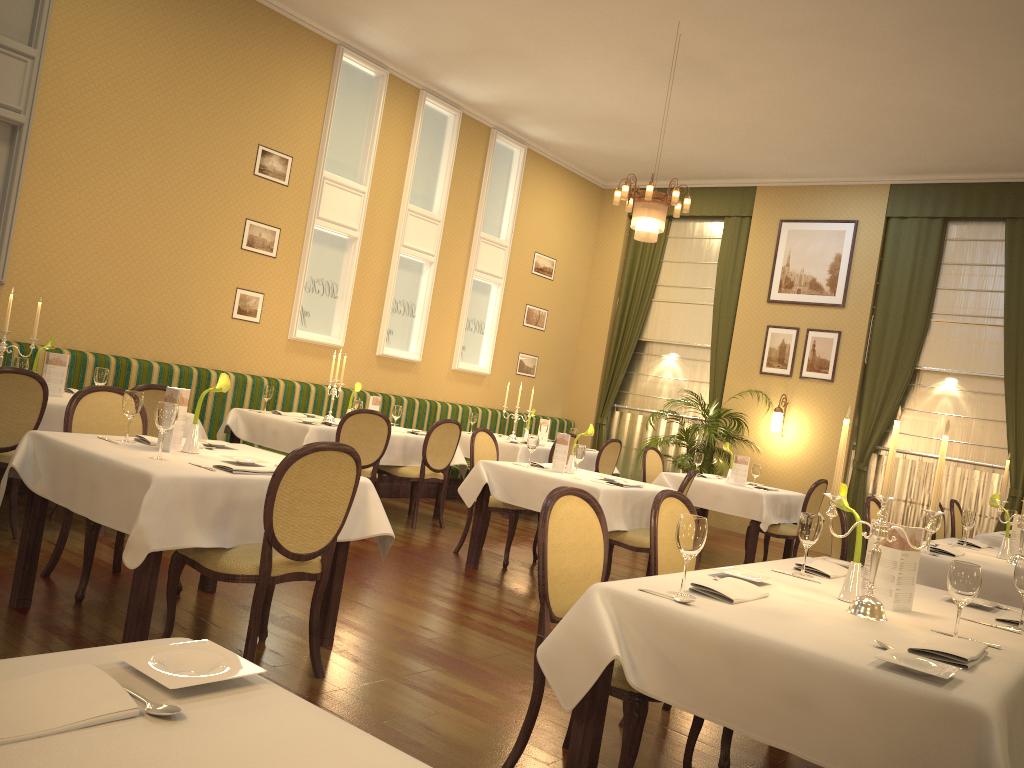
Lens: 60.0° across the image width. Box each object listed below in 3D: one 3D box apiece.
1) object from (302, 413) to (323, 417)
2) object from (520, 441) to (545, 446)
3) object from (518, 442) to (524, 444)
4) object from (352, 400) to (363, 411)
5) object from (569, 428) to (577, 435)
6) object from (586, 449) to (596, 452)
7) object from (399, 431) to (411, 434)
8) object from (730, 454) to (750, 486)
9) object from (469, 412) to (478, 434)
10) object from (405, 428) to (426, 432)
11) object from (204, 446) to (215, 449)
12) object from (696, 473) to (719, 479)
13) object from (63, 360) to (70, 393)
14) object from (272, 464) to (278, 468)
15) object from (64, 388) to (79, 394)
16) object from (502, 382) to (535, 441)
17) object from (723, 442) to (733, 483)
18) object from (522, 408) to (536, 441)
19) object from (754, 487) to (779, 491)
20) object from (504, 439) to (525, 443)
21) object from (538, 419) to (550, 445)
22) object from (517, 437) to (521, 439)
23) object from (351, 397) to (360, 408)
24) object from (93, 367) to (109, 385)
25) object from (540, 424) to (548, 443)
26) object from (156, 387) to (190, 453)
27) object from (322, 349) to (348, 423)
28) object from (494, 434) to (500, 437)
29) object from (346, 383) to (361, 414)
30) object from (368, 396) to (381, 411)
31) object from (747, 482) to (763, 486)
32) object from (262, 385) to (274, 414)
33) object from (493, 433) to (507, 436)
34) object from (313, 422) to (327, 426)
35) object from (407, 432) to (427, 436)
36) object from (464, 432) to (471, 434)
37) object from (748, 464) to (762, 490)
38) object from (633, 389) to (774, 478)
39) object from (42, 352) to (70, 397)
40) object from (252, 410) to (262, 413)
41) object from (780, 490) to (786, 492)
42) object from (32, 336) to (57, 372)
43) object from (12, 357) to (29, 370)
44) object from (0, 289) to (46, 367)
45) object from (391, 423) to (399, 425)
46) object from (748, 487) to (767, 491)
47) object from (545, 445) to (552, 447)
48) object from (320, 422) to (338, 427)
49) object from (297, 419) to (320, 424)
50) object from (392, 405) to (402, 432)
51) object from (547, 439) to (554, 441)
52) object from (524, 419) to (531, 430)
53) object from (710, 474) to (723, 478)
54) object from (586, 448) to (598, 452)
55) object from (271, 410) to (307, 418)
[{"bbox_3d":[-1.788,0.283,7.876,0.160,0.024,0.160,9,-1,38],"label":"object"},{"bbox_3d":[0.217,0.630,9.374,0.142,0.033,0.273,9,-1,38],"label":"object"},{"bbox_3d":[0.075,0.612,9.277,0.181,0.015,0.038,9,-1,39],"label":"object"},{"bbox_3d":[-1.301,0.253,7.408,0.088,0.229,0.088,9,-1,-4],"label":"object"},{"bbox_3d":[0.669,0.608,9.868,0.088,0.229,0.088,9,-1,-4],"label":"object"},{"bbox_3d":[0.831,0.744,10.091,0.142,0.024,0.273,9,-1,38],"label":"object"},{"bbox_3d":[-0.968,0.424,7.852,0.185,0.010,0.017,9,-1,38],"label":"object"},{"bbox_3d":[2.106,0.803,8.266,0.166,0.277,0.081,9,-1,44],"label":"object"},{"bbox_3d":[-0.426,0.424,9.579,0.088,0.229,0.088,9,-1,-4],"label":"object"},{"bbox_3d":[-0.884,0.436,8.160,0.160,0.024,0.160,9,-1,38],"label":"object"},{"bbox_3d":[-1.469,0.294,4.221,0.181,0.015,0.038,9,-1,39],"label":"object"},{"bbox_3d":[1.888,0.896,8.627,0.142,0.033,0.273,9,-1,38],"label":"object"},{"bbox_3d":[-3.097,-0.059,6.086,0.088,0.229,0.088,9,-1,-4],"label":"object"},{"bbox_3d":[-0.981,0.370,3.847,0.181,0.015,0.038,9,-1,39],"label":"object"},{"bbox_3d":[-2.980,0.064,6.240,0.142,0.033,0.273,9,-1,38],"label":"object"},{"bbox_3d":[0.054,0.293,9.702,0.390,0.655,0.131,9,-1,44],"label":"object"},{"bbox_3d":[2.073,0.749,8.483,0.076,0.375,0.163,10,-1,-30],"label":"object"},{"bbox_3d":[0.200,0.458,9.986,0.076,0.375,0.163,9,-1,25],"label":"object"},{"bbox_3d":[2.378,0.976,8.273,0.142,0.024,0.273,9,-1,38],"label":"object"},{"bbox_3d":[0.019,0.597,9.124,0.160,0.024,0.160,9,-1,38],"label":"object"},{"bbox_3d":[0.328,0.531,9.970,0.081,0.277,0.166,10,-1,-36],"label":"object"},{"bbox_3d":[0.108,0.632,10.277,0.185,0.010,0.017,9,-1,39],"label":"object"},{"bbox_3d":[-1.462,0.236,8.220,0.088,0.229,0.088,9,-1,-10],"label":"object"},{"bbox_3d":[-2.631,0.012,5.656,0.088,0.229,0.088,9,-1,-4],"label":"object"},{"bbox_3d":[0.331,0.548,9.538,0.088,0.229,0.088,9,-1,-4],"label":"object"},{"bbox_3d":[-1.497,0.155,3.894,0.081,0.277,0.166,9,-1,-6],"label":"object"},{"bbox_3d":[-1.523,0.007,7.630,0.131,0.655,0.390,10,-1,-38],"label":"object"},{"bbox_3d":[-0.271,0.553,9.715,0.142,0.033,0.273,9,-1,38],"label":"object"},{"bbox_3d":[-1.402,0.167,7.788,0.076,0.375,0.163,10,-1,-30],"label":"object"},{"bbox_3d":[-1.232,0.248,7.913,0.081,0.277,0.166,9,-1,-1],"label":"object"},{"bbox_3d":[2.338,0.972,8.595,0.160,0.024,0.160,9,-1,38],"label":"object"},{"bbox_3d":[-2.058,0.129,7.449,0.088,0.229,0.088,9,-1,-4],"label":"object"},{"bbox_3d":[-0.156,0.579,10.006,0.160,0.024,0.160,9,-1,38],"label":"object"},{"bbox_3d":[-1.557,0.316,7.147,0.181,0.015,0.038,9,-1,39],"label":"object"},{"bbox_3d":[-0.801,0.448,7.961,0.142,0.024,0.273,9,-1,38],"label":"object"},{"bbox_3d":[-0.501,0.520,9.511,0.181,0.015,0.038,9,-1,39],"label":"object"},{"bbox_3d":[2.189,0.835,7.980,0.088,0.229,0.088,9,-1,-4],"label":"object"},{"bbox_3d":[2.314,0.867,10.816,1.496,1.807,1.552,9,-1,19],"label":"object"},{"bbox_3d":[-2.951,-0.063,5.669,0.166,0.277,0.081,9,-1,9],"label":"object"},{"bbox_3d":[-2.133,0.224,7.381,0.181,0.015,0.038,9,-1,39],"label":"object"},{"bbox_3d":[2.531,1.006,8.431,0.181,0.015,0.038,9,-1,39],"label":"object"},{"bbox_3d":[-3.086,-0.135,5.808,0.076,0.375,0.163,9,-1,20],"label":"object"},{"bbox_3d":[-2.936,-0.043,5.275,0.088,0.229,0.088,9,-1,-4],"label":"object"},{"bbox_3d":[-3.182,-0.292,5.558,0.390,0.655,0.131,10,-1,-33],"label":"object"},{"bbox_3d":[-1.206,0.388,8.605,0.160,0.024,0.160,9,-1,38],"label":"object"},{"bbox_3d":[2.232,0.954,8.062,0.185,0.010,0.017,9,-1,38],"label":"object"},{"bbox_3d":[0.382,0.668,9.614,0.185,0.010,0.017,9,-1,38],"label":"object"},{"bbox_3d":[-1.414,0.334,7.244,0.142,0.033,0.273,9,-1,38],"label":"object"},{"bbox_3d":[-1.612,0.301,6.994,0.160,0.024,0.160,9,-1,38],"label":"object"},{"bbox_3d":[-1.020,0.304,7.790,0.088,0.229,0.088,9,-1,-4],"label":"object"},{"bbox_3d":[0.425,0.683,10.735,0.160,0.024,0.160,9,-1,38],"label":"object"},{"bbox_3d":[0.170,0.532,10.350,0.088,0.229,0.088,9,-1,-4],"label":"object"},{"bbox_3d":[2.027,0.924,8.858,0.160,0.024,0.160,9,-1,38],"label":"object"},{"bbox_3d":[0.920,0.764,10.296,0.181,0.015,0.038,9,-1,39],"label":"object"},{"bbox_3d":[-1.903,0.258,7.586,0.142,0.033,0.273,9,-1,38],"label":"object"}]
